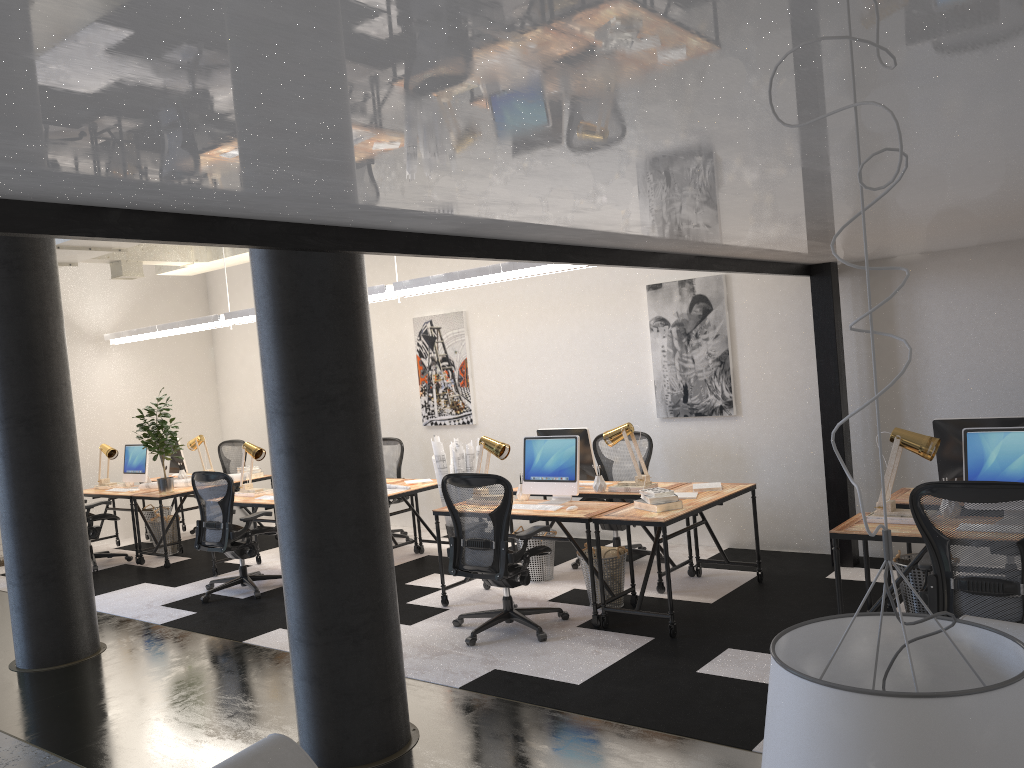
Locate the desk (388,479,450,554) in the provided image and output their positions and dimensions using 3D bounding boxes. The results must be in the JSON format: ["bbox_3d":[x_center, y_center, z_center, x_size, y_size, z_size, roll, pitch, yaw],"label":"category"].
[{"bbox_3d":[-1.120,1.309,7.829,0.529,0.725,1.399,-4,2,38],"label":"desk"}]

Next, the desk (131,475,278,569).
[{"bbox_3d":[-3.235,1.436,9.477,0.529,0.725,1.399,-4,2,38],"label":"desk"}]

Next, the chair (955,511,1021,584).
[{"bbox_3d":[3.139,0.805,5.547,0.770,1.086,0.791,-4,2,22],"label":"chair"}]

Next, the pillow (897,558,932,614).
[{"bbox_3d":[2.409,1.219,5.194,0.239,0.407,0.119,-3,3,39],"label":"pillow"}]

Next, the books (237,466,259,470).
[{"bbox_3d":[-2.933,0.932,9.839,0.185,0.030,0.152,-4,2,36],"label":"books"}]

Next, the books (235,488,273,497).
[{"bbox_3d":[-2.450,1.030,8.423,0.309,0.038,0.225,-4,2,39],"label":"books"}]

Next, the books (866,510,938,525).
[{"bbox_3d":[2.102,0.713,4.781,0.309,0.038,0.225,-4,2,39],"label":"books"}]

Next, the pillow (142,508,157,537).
[{"bbox_3d":[-4.257,1.662,10.485,0.239,0.407,0.119,-3,3,39],"label":"pillow"}]

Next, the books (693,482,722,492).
[{"bbox_3d":[1.406,0.743,6.392,0.200,0.024,0.235,-5,2,12],"label":"books"}]

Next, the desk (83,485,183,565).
[{"bbox_3d":[-4.262,1.521,9.748,1.401,0.725,0.529,-4,2,38],"label":"desk"}]

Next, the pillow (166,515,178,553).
[{"bbox_3d":[-3.711,1.633,9.682,0.239,0.407,0.119,-3,3,39],"label":"pillow"}]

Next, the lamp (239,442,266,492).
[{"bbox_3d":[-2.450,0.779,8.360,0.344,0.470,0.127,-4,3,39],"label":"lamp"}]

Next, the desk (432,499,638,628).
[{"bbox_3d":[0.145,1.234,6.333,1.401,0.725,0.529,-4,2,38],"label":"desk"}]

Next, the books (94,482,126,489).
[{"bbox_3d":[-4.565,1.156,10.071,0.309,0.038,0.225,-4,2,39],"label":"books"}]

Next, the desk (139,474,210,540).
[{"bbox_3d":[-3.735,1.456,10.406,1.401,0.725,0.529,-4,2,38],"label":"desk"}]

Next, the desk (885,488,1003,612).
[{"bbox_3d":[2.932,1.013,5.115,1.401,0.725,0.529,-4,2,38],"label":"desk"}]

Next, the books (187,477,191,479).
[{"bbox_3d":[-3.501,1.061,10.050,0.309,0.038,0.225,-4,2,39],"label":"books"}]

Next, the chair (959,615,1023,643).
[{"bbox_3d":[1.541,1.188,2.359,1.024,0.785,1.007,-7,2,-40],"label":"chair"}]

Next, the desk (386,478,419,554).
[{"bbox_3d":[-1.620,1.330,8.758,1.401,0.725,0.529,-4,2,38],"label":"desk"}]

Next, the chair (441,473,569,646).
[{"bbox_3d":[-0.094,1.089,5.887,0.770,1.086,0.791,-4,2,22],"label":"chair"}]

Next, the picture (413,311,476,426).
[{"bbox_3d":[-0.728,-0.150,9.465,0.731,1.184,0.048,-3,3,38],"label":"picture"}]

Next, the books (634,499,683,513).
[{"bbox_3d":[0.951,0.786,5.791,0.200,0.050,0.271,-6,2,-24],"label":"books"}]

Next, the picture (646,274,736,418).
[{"bbox_3d":[1.539,-0.308,7.662,0.731,1.184,0.048,-3,3,38],"label":"picture"}]

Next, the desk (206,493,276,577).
[{"bbox_3d":[-2.148,1.395,8.100,1.401,0.725,0.529,-4,2,38],"label":"desk"}]

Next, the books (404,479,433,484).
[{"bbox_3d":[-0.866,0.904,8.220,0.243,0.019,0.205,-6,2,-14],"label":"books"}]

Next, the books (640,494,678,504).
[{"bbox_3d":[0.963,0.738,5.811,0.193,0.044,0.257,-5,2,-4],"label":"books"}]

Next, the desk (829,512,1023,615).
[{"bbox_3d":[2.404,1.078,4.457,1.401,0.725,0.529,-4,2,38],"label":"desk"}]

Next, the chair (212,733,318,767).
[{"bbox_3d":[-0.493,1.384,1.898,1.026,0.785,1.006,-4,2,30],"label":"chair"}]

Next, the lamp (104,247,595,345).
[{"bbox_3d":[-2.065,-2.054,8.339,7.305,2.866,0.226,-4,3,38],"label":"lamp"}]

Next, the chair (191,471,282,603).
[{"bbox_3d":[-2.387,1.250,7.654,0.770,1.086,0.791,-4,2,22],"label":"chair"}]

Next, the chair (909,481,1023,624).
[{"bbox_3d":[2.165,0.934,4.011,0.770,1.086,0.791,-4,2,22],"label":"chair"}]

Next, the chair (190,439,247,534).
[{"bbox_3d":[-3.527,1.248,10.837,0.770,1.086,0.791,-4,2,22],"label":"chair"}]

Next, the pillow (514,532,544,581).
[{"bbox_3d":[0.150,1.374,7.070,0.239,0.407,0.119,-3,3,39],"label":"pillow"}]

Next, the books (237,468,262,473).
[{"bbox_3d":[-2.920,0.962,9.852,0.192,0.044,0.257,-6,2,-34],"label":"books"}]

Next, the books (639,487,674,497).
[{"bbox_3d":[0.945,0.708,5.805,0.152,0.030,0.185,-6,2,-24],"label":"books"}]

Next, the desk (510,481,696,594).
[{"bbox_3d":[0.673,1.169,6.991,1.401,0.725,0.529,-4,2,38],"label":"desk"}]

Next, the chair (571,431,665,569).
[{"bbox_3d":[0.880,0.961,7.422,0.770,1.086,0.791,-4,2,22],"label":"chair"}]

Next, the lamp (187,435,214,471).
[{"bbox_3d":[-3.546,0.812,10.093,0.344,0.470,0.126,-4,3,39],"label":"lamp"}]

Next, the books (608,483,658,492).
[{"bbox_3d":[0.906,0.773,6.636,0.309,0.038,0.225,-4,2,39],"label":"books"}]

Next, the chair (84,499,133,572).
[{"bbox_3d":[-4.502,1.377,9.302,0.770,1.086,0.791,-4,2,22],"label":"chair"}]

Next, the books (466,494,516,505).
[{"bbox_3d":[-0.157,0.869,6.657,0.309,0.038,0.225,-4,2,39],"label":"books"}]

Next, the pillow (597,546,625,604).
[{"bbox_3d":[0.697,1.346,6.267,0.239,0.407,0.119,-3,3,39],"label":"pillow"}]

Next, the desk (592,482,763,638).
[{"bbox_3d":[1.173,1.148,6.063,0.529,0.725,1.399,-4,2,38],"label":"desk"}]

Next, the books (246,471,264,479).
[{"bbox_3d":[-2.918,1.010,9.827,0.271,0.050,0.200,-4,2,36],"label":"books"}]

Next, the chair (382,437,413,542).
[{"bbox_3d":[-1.413,1.122,9.189,0.770,1.086,0.791,-4,2,22],"label":"chair"}]

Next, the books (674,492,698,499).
[{"bbox_3d":[1.160,0.774,6.148,0.243,0.019,0.205,-5,2,16],"label":"books"}]

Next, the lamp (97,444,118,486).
[{"bbox_3d":[-4.565,0.906,10.007,0.344,0.470,0.126,-4,3,38],"label":"lamp"}]
